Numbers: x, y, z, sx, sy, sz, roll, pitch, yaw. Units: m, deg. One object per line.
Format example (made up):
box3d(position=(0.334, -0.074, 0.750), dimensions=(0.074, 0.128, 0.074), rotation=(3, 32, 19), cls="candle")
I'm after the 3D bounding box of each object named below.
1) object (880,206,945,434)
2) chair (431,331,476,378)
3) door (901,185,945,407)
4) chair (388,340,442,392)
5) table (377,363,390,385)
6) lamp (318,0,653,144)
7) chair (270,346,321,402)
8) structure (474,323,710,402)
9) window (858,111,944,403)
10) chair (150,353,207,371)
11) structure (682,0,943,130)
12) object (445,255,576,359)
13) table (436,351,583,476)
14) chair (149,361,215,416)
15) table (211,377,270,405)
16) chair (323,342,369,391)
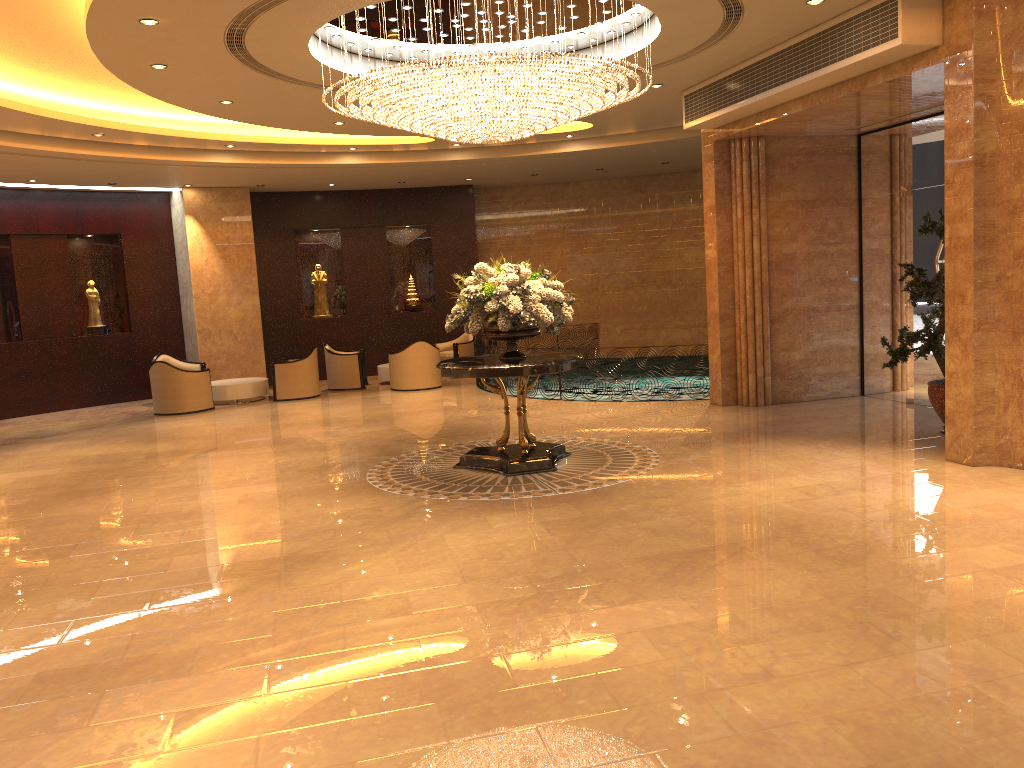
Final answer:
box3d(position=(4.533, -0.660, 9.328), dimensions=(1.250, 2.363, 0.843), rotation=(-8, 8, -34), cls="object")
box3d(position=(-1.136, -0.636, 18.303), dimensions=(0.769, 0.916, 0.951), rotation=(-9, 9, -40), cls="chair")
box3d(position=(5.265, -1.040, 10.482), dimensions=(0.195, 2.758, 1.880), rotation=(-5, 7, -15), cls="door")
box3d(position=(-1.751, -0.368, 16.320), dimensions=(0.951, 0.916, 0.769), rotation=(-6, 7, -20), cls="chair")
box3d(position=(-2.064, -0.221, 17.642), dimensions=(1.196, 0.354, 1.196), rotation=(-2, 7, 12), cls="table")
box3d(position=(-0.245, -2.981, 8.716), dimensions=(3.206, 1.196, 3.204), rotation=(-1, 7, 21), cls="lamp")
box3d(position=(-3.889, -0.211, 16.069), dimensions=(0.769, 0.916, 0.951), rotation=(-3, 7, 0), cls="chair")
box3d(position=(1.193, -0.433, 16.625), dimensions=(3.815, 0.995, 7.624), rotation=(-3, 7, 3), cls="structure")
box3d(position=(5.243, -1.414, 10.439), dimensions=(0.047, 3.571, 3.515), rotation=(-5, 7, -15), cls="window")
box3d(position=(-6.249, -0.121, 16.504), dimensions=(0.769, 0.916, 0.951), rotation=(1, 8, 34), cls="chair")
box3d(position=(2.980, -3.375, 9.613), dimensions=(0.425, 0.483, 4.113), rotation=(-5, 7, -15), cls="structure")
box3d(position=(-0.031, -0.758, 8.968), dimensions=(1.277, 0.999, 1.318), rotation=(-2, 7, 15), cls="object")
box3d(position=(0.004, 0.275, 9.112), dimensions=(1.493, 1.089, 1.493), rotation=(-6, 7, -22), cls="table")
box3d(position=(-5.643, 0.024, 14.950), dimensions=(0.951, 0.916, 0.769), rotation=(-1, 7, 20), cls="chair")
box3d(position=(-5.048, 0.128, 16.176), dimensions=(1.196, 0.354, 1.196), rotation=(-2, 7, 11), cls="table")
box3d(position=(-3.215, -0.375, 17.132), dimensions=(0.769, 0.916, 0.951), rotation=(-4, 7, -5), cls="chair")
